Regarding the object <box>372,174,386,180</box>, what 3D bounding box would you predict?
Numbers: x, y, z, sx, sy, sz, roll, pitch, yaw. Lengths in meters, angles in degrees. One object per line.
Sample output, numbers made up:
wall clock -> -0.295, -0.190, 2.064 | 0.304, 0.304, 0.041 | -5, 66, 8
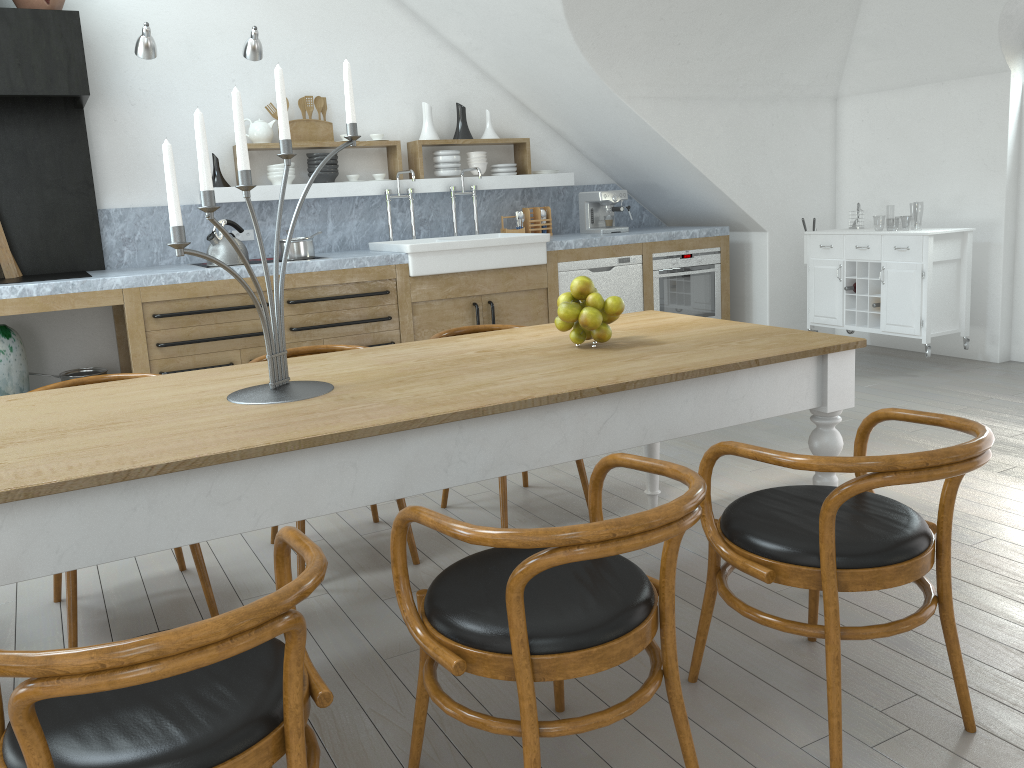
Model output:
object -> -0.922, -1.436, 6.168 | 0.099, 0.048, 0.099 | -10, 13, -30

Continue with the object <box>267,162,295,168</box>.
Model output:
object -> -1.516, -1.412, 5.820 | 0.181, 0.075, 0.182 | -1, 12, 10

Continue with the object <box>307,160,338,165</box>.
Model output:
object -> -1.268, -1.459, 5.949 | 0.206, 0.072, 0.206 | -13, 15, -39

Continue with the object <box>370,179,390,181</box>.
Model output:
object -> -0.921, -1.413, 6.173 | 0.164, 0.012, 0.164 | -5, 12, -10

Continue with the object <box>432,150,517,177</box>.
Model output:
object -> -0.265, -1.608, 6.479 | 0.658, 0.195, 0.198 | -9, 13, -28

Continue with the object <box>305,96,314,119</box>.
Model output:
object -> -1.340, -1.762, 5.896 | 0.057, 0.298, 0.019 | -9, 11, -28

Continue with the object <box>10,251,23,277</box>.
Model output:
object -> -2.904, -0.733, 5.112 | 0.113, 0.250, 0.057 | -8, 11, -24

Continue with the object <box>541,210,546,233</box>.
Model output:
object -> 0.242, -1.229, 6.742 | 0.040, 0.191, 0.042 | 1, 11, 22

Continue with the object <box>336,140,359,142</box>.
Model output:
object -> -1.118, -1.645, 6.030 | 0.164, 0.012, 0.164 | -5, 12, -10

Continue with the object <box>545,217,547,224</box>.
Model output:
object -> 0.258, -1.227, 6.786 | 0.019, 0.178, 0.044 | 5, 13, 39

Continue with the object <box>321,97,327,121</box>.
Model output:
object -> -1.261, -1.779, 5.961 | 0.057, 0.292, 0.030 | -9, 11, -28

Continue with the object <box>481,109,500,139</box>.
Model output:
object -> -0.168, -1.906, 6.517 | 0.156, 0.217, 0.156 | 7, 15, 43

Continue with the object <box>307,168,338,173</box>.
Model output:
object -> -1.268, -1.410, 5.957 | 0.205, 0.086, 0.206 | -1, 12, 10

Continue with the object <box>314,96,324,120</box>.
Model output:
object -> -1.286, -1.771, 5.928 | 0.068, 0.296, 0.039 | -9, 11, -27

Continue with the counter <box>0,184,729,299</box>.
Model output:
counter -> -1.374, -1.038, 5.555 | 6.587, 0.616, 0.965 | -9, 13, -27

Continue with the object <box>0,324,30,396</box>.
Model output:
object -> -2.880, -0.089, 5.038 | 0.231, 0.496, 0.232 | -1, 11, 13

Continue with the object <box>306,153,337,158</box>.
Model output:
object -> -1.273, -1.512, 5.945 | 0.206, 0.079, 0.206 | -9, 13, -25

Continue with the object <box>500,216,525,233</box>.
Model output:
object -> 0.004, -1.179, 6.651 | 0.173, 0.170, 0.100 | -9, 12, -26

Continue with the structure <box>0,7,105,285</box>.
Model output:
structure -> -2.876, -1.497, 4.766 | 1.077, 1.875, 0.783 | -9, 12, -27

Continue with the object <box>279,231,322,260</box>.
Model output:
object -> -1.269, -0.846, 5.476 | 0.232, 0.169, 0.396 | 7, 15, 41

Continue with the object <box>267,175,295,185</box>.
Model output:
object -> -1.515, -1.339, 5.832 | 0.181, 0.063, 0.182 | -4, 12, -5

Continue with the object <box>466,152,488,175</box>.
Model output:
object -> -0.254, -1.607, 6.458 | 0.158, 0.159, 0.155 | -3, 11, 0

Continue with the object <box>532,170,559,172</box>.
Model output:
object -> 0.257, -1.617, 6.777 | 0.214, 0.025, 0.214 | -13, 15, -39

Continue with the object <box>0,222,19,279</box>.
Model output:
object -> -2.890, -0.804, 5.018 | 0.148, 0.425, 0.079 | -2, 10, 7

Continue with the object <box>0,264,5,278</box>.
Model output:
object -> -2.985, -0.734, 5.089 | 0.110, 0.294, 0.105 | 4, 13, 36

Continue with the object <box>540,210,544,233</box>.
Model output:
object -> 0.235, -1.232, 6.772 | 0.018, 0.195, 0.023 | -7, 11, -20

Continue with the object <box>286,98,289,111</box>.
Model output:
object -> -1.485, -1.743, 5.843 | 0.055, 0.297, 0.028 | -9, 11, -27

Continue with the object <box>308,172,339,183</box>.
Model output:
object -> -1.266, -1.384, 5.961 | 0.206, 0.072, 0.206 | -13, 15, -39

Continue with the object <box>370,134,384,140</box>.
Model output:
object -> -0.931, -1.699, 6.125 | 0.099, 0.048, 0.099 | -10, 13, -30

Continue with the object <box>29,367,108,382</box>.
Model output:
object -> -2.664, -0.006, 5.352 | 0.455, 0.196, 0.269 | -2, 11, 6

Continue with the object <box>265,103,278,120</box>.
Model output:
object -> -1.515, -1.720, 5.827 | 0.199, 0.257, 0.016 | -7, 11, -17

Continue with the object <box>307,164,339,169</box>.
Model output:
object -> -1.264, -1.436, 5.948 | 0.205, 0.086, 0.206 | 0, 12, 14

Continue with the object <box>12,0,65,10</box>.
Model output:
object -> -2.522, -2.069, 4.699 | 0.348, 0.235, 0.368 | -5, 11, -10

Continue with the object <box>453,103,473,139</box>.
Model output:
object -> -0.362, -1.896, 6.401 | 0.156, 0.267, 0.156 | -8, 11, -23

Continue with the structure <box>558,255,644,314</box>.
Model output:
structure -> 0.497, -0.510, 6.450 | 0.725, 0.818, 0.600 | -9, 12, -27

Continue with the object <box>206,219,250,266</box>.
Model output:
object -> -1.691, -0.839, 5.239 | 0.246, 0.266, 0.247 | -7, 11, -18

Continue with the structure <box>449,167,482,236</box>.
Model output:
structure -> -0.258, -1.256, 6.266 | 0.333, 0.527, 0.215 | 6, 14, 42

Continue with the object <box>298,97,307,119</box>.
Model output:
object -> -1.380, -1.760, 5.898 | 0.061, 0.298, 0.040 | -9, 12, -30

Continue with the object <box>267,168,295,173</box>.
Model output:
object -> -1.515, -1.384, 5.825 | 0.181, 0.069, 0.182 | -5, 12, -10

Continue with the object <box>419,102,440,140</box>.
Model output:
object -> -0.595, -1.859, 6.283 | 0.156, 0.267, 0.156 | -12, 13, -38

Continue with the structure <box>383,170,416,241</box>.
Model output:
structure -> -0.687, -1.185, 6.041 | 0.333, 0.527, 0.215 | 6, 14, 42

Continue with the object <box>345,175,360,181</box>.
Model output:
object -> -1.091, -1.408, 6.080 | 0.099, 0.048, 0.099 | -10, 13, -30

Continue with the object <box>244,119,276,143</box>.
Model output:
object -> -1.639, -1.639, 5.752 | 0.168, 0.168, 0.174 | -14, 15, -43

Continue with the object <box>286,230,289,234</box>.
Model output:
object -> -1.356, -0.865, 5.463 | 0.051, 0.166, 0.236 | -10, 13, -32

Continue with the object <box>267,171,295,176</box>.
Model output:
object -> -1.517, -1.361, 5.827 | 0.181, 0.065, 0.182 | -1, 12, 9

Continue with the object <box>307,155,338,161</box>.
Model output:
object -> -1.268, -1.484, 5.949 | 0.205, 0.083, 0.207 | -3, 11, 0

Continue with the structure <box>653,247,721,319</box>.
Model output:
structure -> 1.157, -0.712, 6.778 | 0.633, 0.633, 0.633 | -9, 12, -27

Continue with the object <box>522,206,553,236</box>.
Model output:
object -> 0.193, -1.238, 6.759 | 0.200, 0.222, 0.104 | -9, 12, -27

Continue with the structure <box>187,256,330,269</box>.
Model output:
structure -> -1.550, -0.732, 5.424 | 0.738, 0.041, 0.650 | -9, 13, -27

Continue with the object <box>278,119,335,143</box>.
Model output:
object -> -1.371, -1.681, 5.903 | 0.354, 0.157, 0.084 | -9, 12, -27

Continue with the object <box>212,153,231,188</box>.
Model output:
object -> -1.881, -1.361, 5.650 | 0.156, 0.217, 0.156 | 7, 15, 43

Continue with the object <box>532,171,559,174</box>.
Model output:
object -> 0.257, -1.608, 6.779 | 0.214, 0.025, 0.214 | -13, 15, -39

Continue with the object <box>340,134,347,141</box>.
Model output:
object -> -1.120, -1.668, 6.026 | 0.099, 0.048, 0.099 | -10, 13, -30
